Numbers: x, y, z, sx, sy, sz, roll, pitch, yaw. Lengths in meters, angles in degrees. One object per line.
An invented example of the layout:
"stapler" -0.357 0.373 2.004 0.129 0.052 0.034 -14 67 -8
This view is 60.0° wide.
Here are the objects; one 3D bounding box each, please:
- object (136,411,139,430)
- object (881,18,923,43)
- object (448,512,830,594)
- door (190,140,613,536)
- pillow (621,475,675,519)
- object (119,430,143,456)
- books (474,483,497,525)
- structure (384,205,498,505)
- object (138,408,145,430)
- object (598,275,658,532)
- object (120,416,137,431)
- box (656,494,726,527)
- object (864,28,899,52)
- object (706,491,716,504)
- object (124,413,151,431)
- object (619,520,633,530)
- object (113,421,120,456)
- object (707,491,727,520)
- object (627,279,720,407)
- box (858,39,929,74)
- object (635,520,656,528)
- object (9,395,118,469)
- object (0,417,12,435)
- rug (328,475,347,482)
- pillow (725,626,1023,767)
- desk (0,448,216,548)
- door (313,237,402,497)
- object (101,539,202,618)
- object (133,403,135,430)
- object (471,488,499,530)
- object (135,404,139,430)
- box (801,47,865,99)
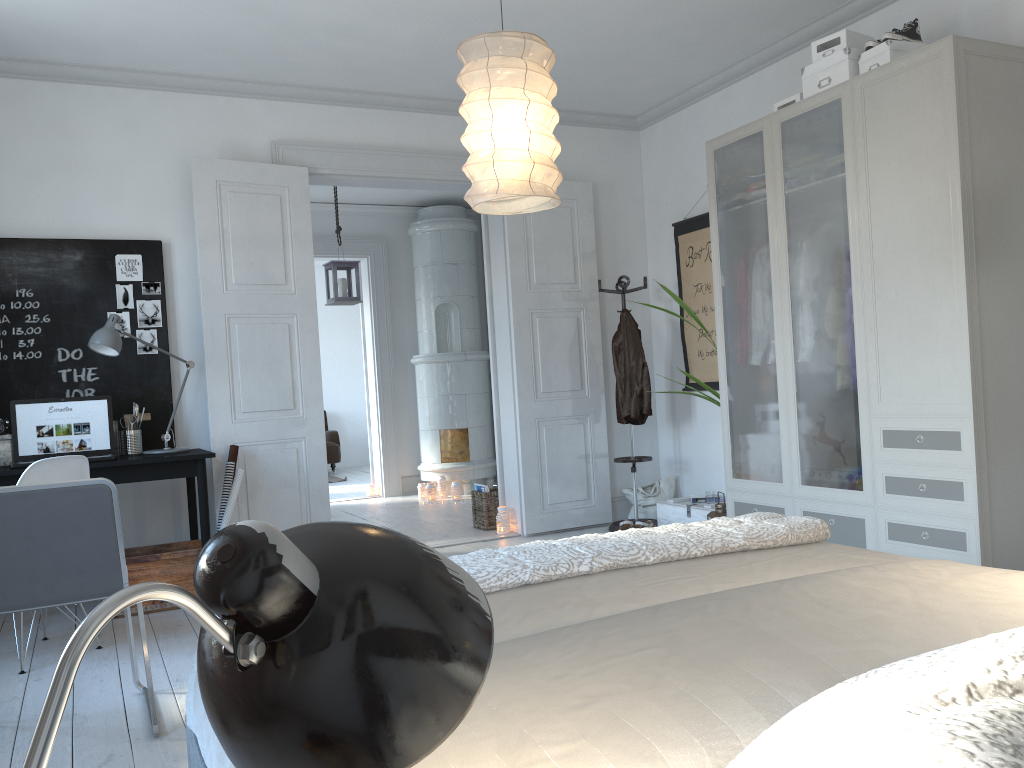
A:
"object" -1.950 0.254 4.604 0.009 0.222 0.082 -3 1 3
"object" 1.660 -1.492 3.764 0.213 0.110 0.080 -4 0 -20
"object" 0.094 0.427 2.124 1.459 0.104 0.405 -3 0 -26
"door" -0.638 -0.205 5.661 2.597 2.506 0.578 -4 1 -26
"pillow" 0.954 0.793 6.124 0.317 0.314 0.273 -4 0 -25
"object" -1.971 0.304 4.587 0.108 0.128 0.108 -4 0 -11
"books" -0.134 0.854 6.323 0.201 0.300 0.179 -4 1 -26
"structure" -0.664 -0.273 8.400 0.801 2.828 1.247 -3 1 19
"object" -1.938 0.244 4.604 0.009 0.240 0.084 -3 1 41
"object" 0.777 0.130 5.853 0.374 1.659 0.374 -4 1 -18
"object" -1.988 0.265 4.591 0.081 0.198 0.050 -4 1 -1
"box" 1.222 0.822 5.478 0.376 0.218 0.641 -4 0 -26
"object" 1.614 -1.489 3.858 0.213 0.110 0.080 -4 0 -32
"object" 1.201 0.690 5.353 0.060 0.081 0.060 -3 1 29
"object" -1.956 0.260 4.655 0.034 0.209 0.138 -3 1 44
"object" 0.712 0.902 5.559 0.099 0.126 0.272 -3 0 6
"object" -2.084 0.287 4.612 0.079 0.188 0.079 -3 1 43
"object" 1.141 0.762 4.804 0.132 0.352 0.137 -4 1 -3
"object" 1.201 0.153 4.996 1.044 1.554 0.288 -4 1 4
"box" 1.643 -1.360 3.808 0.227 0.158 0.182 -4 0 -21
"object" 0.855 0.892 5.472 0.099 0.126 0.272 -3 0 37
"object" -2.129 0.220 4.206 0.445 0.315 0.325 -4 0 -26
"object" -2.461 0.200 4.230 0.137 0.087 0.073 -4 0 -26
"rug" -3.005 1.185 10.753 1.709 0.055 1.456 -3 0 -25
"pillow" 0.610 0.318 0.961 1.146 0.225 0.416 -3 0 -33
"desk" -2.069 0.753 4.322 1.159 0.759 0.651 -4 0 -26
"door" -1.957 -0.114 8.372 2.597 2.506 0.578 -4 1 -26
"object" -1.735 0.970 4.482 0.664 0.282 0.339 -4 0 -26
"object" -1.963 0.230 4.608 0.008 0.267 0.060 -4 1 -9
"object" -0.120 0.886 6.329 0.270 0.265 0.224 -4 0 -26
"object" -1.959 0.232 4.611 0.012 0.264 0.062 -3 1 16
"box" 1.529 -1.372 4.040 0.285 0.199 0.281 -4 0 -26
